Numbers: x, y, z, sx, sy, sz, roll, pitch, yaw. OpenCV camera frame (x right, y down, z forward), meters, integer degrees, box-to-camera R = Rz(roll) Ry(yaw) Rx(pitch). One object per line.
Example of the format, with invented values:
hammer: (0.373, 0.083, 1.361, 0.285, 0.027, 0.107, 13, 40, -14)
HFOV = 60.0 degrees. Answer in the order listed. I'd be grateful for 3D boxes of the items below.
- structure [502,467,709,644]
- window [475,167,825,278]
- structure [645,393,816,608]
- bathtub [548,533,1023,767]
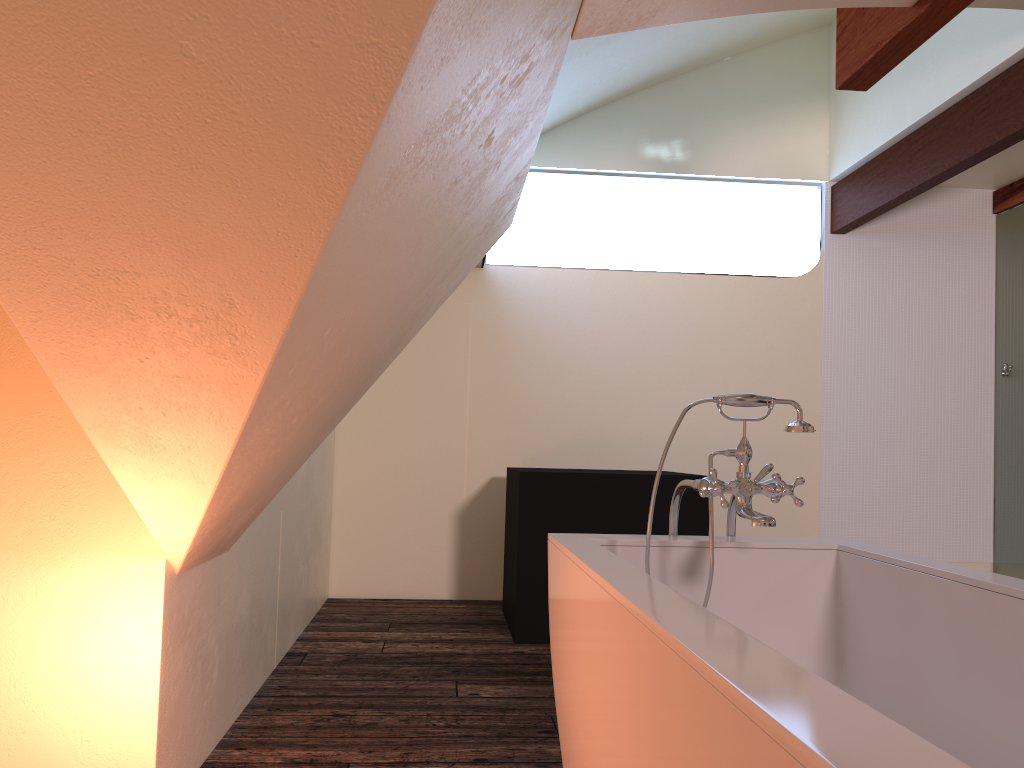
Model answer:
structure: (0.424, 0.910, 4.376, 0.869, 0.859, 0.802, 2, -3, -4)
window: (0.956, -1.177, 3.520, 2.107, 0.675, 3.525, 2, -5, -4)
structure: (0.523, 0.593, 2.177, 0.384, 1.118, 0.555, 1, -3, 10)
bathtub: (0.567, 0.703, 1.217, 0.799, 0.692, 2.221, 2, -4, -4)
